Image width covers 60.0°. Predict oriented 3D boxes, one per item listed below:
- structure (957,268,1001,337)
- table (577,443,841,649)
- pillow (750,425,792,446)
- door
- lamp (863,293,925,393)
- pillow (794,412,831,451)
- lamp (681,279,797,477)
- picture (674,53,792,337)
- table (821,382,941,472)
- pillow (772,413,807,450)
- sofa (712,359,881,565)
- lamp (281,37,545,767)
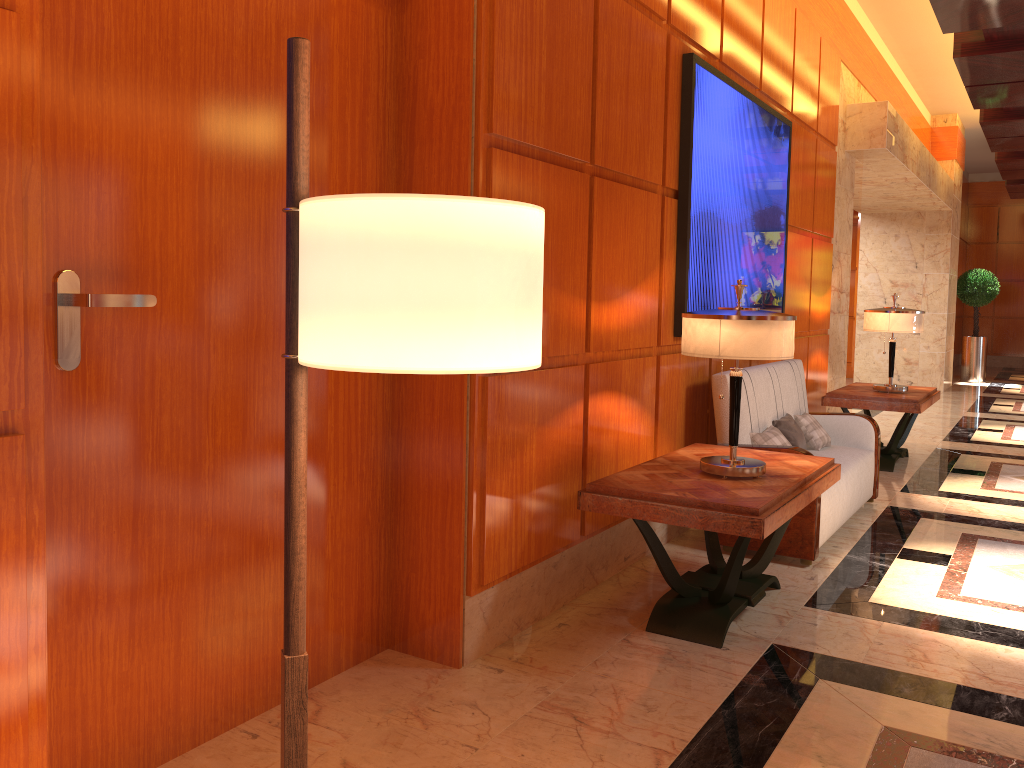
[{"bbox_3d":[8.004,-1.152,15.296,0.722,1.708,0.723,2,4,9],"label":"structure"},{"bbox_3d":[0.888,0.668,3.797,0.726,0.605,1.272,4,6,31],"label":"table"},{"bbox_3d":[1.455,0.365,4.910,0.195,0.226,0.344,4,6,36],"label":"pillow"},{"bbox_3d":[-0.697,-0.262,2.514,0.341,2.645,1.540,3,5,31],"label":"door"},{"bbox_3d":[3.094,-0.336,7.201,0.459,0.808,0.459,5,5,40],"label":"lamp"},{"bbox_3d":[1.921,0.305,5.659,0.202,0.229,0.274,4,6,34],"label":"pillow"},{"bbox_3d":[0.927,-0.035,3.661,0.458,0.792,0.460,1,4,-7],"label":"lamp"},{"bbox_3d":[1.405,-1.042,5.419,0.056,1.448,2.000,3,5,31],"label":"picture"},{"bbox_3d":[3.091,0.354,7.395,0.726,0.605,1.272,4,6,31],"label":"table"},{"bbox_3d":[1.658,0.322,5.295,0.160,0.252,0.358,3,5,28],"label":"pillow"},{"bbox_3d":[1.727,0.364,5.278,0.613,0.930,1.802,4,6,32],"label":"sofa"},{"bbox_3d":[-0.221,0.377,1.188,0.527,1.657,0.360,3,4,21],"label":"lamp"}]
